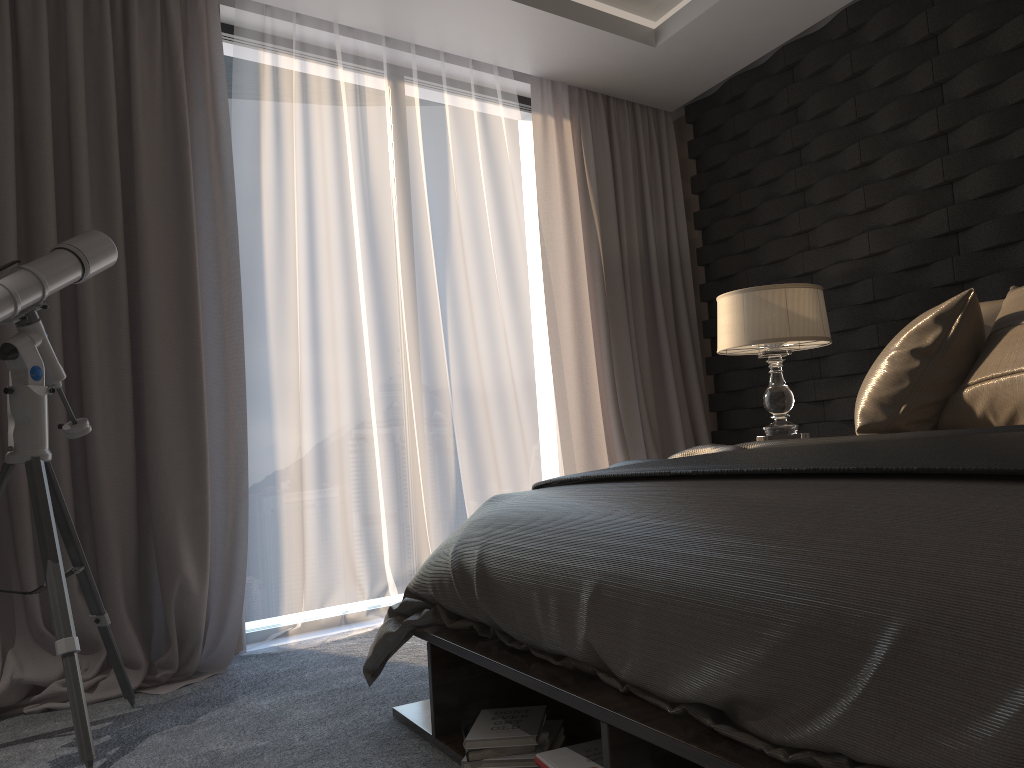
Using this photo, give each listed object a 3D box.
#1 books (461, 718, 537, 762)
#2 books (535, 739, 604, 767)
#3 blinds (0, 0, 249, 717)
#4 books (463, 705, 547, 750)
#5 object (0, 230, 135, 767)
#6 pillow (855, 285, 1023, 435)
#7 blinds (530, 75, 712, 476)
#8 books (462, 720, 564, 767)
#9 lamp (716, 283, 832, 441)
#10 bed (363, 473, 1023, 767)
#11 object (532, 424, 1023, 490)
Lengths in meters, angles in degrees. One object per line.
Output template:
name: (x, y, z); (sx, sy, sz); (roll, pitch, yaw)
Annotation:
books: (-0.032, 0.772, 1.933); (0.150, 0.023, 0.217); (-4, -4, -8)
books: (0.165, 0.683, 1.554); (0.182, 0.023, 0.240); (-2, -5, -21)
blinds: (-1.385, -0.329, 2.857); (1.108, 2.642, 0.339); (0, -5, -37)
books: (-0.010, 0.748, 1.923); (0.154, 0.020, 0.206); (-5, -4, 5)
object: (-1.254, 0.230, 2.224); (0.651, 1.406, 0.564); (-1, -5, -36)
pillow: (1.405, -0.131, 2.247); (0.942, 0.518, 1.200); (-2, -5, -26)
blinds: (0.640, -0.362, 4.481); (1.056, 2.641, 0.322); (0, -5, -38)
books: (0.008, 0.789, 1.931); (0.172, 0.019, 0.248); (-5, -4, 10)
lamp: (1.078, -0.058, 3.592); (0.464, 0.631, 0.468); (-4, -4, 4)
bed: (1.101, 0.431, 1.967); (2.405, 0.624, 2.182); (-2, -5, -28)
object: (0.676, 0.266, 1.745); (0.649, 0.322, 1.953); (-2, -5, -27)
